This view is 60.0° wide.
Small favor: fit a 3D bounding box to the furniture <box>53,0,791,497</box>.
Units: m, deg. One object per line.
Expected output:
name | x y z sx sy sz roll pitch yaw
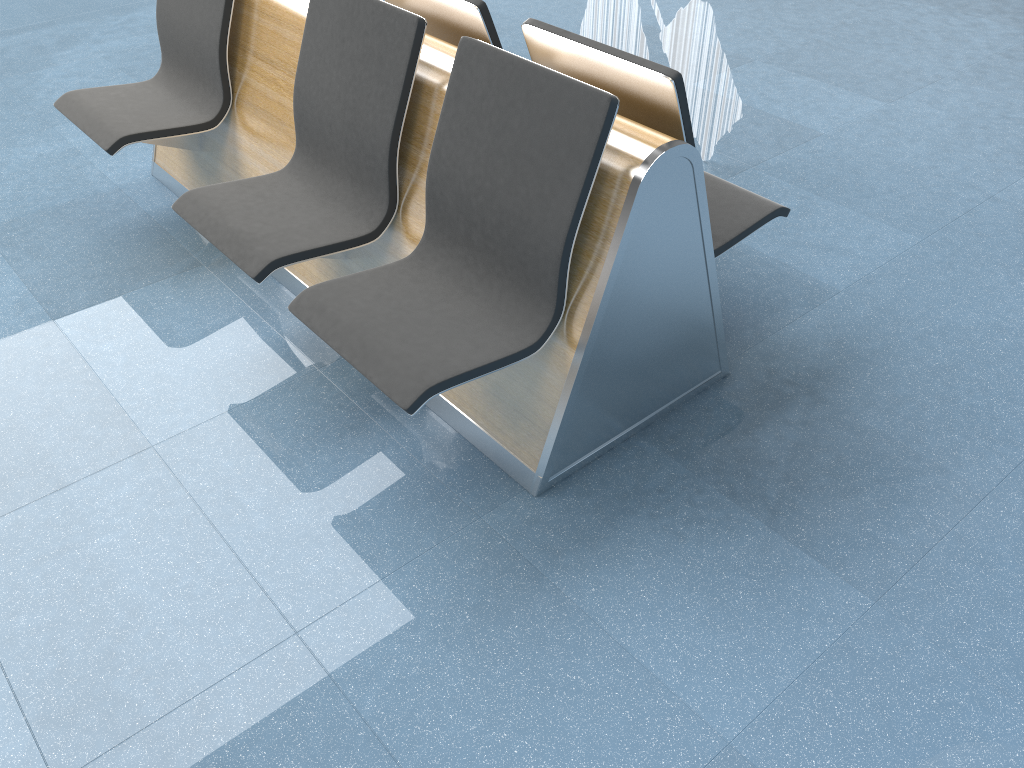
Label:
furniture | -0.404 -0.774 2.710 1.301 0.896 2.281 -28 47 -30
